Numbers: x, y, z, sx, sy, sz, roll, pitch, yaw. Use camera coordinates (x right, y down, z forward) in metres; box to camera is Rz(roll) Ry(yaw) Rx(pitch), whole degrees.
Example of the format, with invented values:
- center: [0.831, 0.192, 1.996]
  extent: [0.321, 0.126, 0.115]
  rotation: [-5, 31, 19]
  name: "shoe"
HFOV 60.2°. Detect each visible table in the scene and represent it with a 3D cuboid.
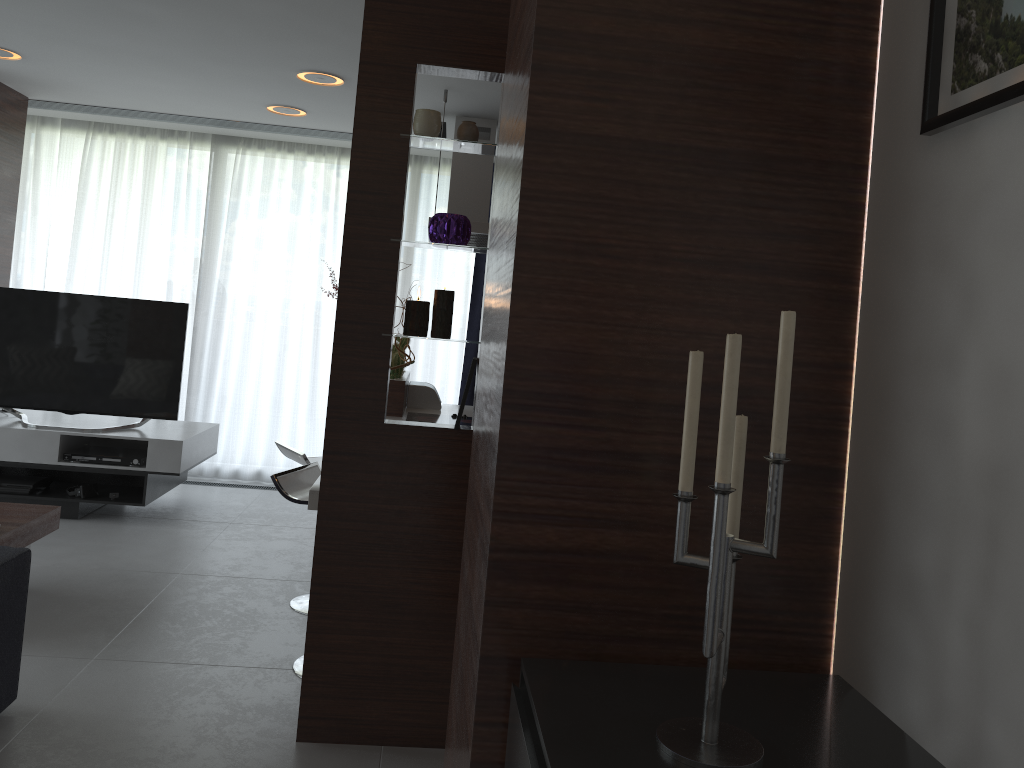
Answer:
- center: [-2.388, 0.703, 3.503]
  extent: [0.799, 0.353, 0.807]
  rotation: [5, 3, -5]
  name: "table"

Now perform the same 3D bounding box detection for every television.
- center: [-2.579, -0.141, 5.239]
  extent: [1.229, 0.788, 0.297]
  rotation: [5, -1, -5]
  name: "television"

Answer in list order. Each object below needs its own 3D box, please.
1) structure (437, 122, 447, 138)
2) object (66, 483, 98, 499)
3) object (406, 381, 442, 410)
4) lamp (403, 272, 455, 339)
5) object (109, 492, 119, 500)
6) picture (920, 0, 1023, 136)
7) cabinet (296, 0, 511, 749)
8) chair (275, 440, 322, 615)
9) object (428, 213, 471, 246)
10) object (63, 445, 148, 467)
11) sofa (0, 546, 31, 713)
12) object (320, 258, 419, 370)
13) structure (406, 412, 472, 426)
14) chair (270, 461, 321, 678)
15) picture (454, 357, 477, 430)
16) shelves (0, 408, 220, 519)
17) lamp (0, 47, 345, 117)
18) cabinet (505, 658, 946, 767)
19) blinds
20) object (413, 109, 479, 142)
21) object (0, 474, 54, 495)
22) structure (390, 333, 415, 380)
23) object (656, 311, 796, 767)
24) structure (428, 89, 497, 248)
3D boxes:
- center: [-0.458, -1.550, 5.341]
  extent: [0.085, 0.142, 0.114]
  rotation: [5, 0, 35]
  name: "structure"
- center: [-2.495, 0.607, 5.106]
  extent: [0.184, 0.079, 0.116]
  rotation: [6, 2, 25]
  name: "object"
- center: [-0.559, 0.073, 5.690]
  extent: [0.221, 0.145, 0.344]
  rotation: [5, 3, -5]
  name: "object"
- center: [-0.259, -0.252, 2.788]
  extent: [0.153, 0.211, 0.077]
  rotation: [5, -1, 7]
  name: "lamp"
- center: [-2.280, 0.644, 5.065]
  extent: [0.044, 0.043, 0.043]
  rotation: [5, 1, -5]
  name: "object"
- center: [0.481, -0.432, 0.847]
  extent: [0.015, 0.335, 0.263]
  rotation: [5, 0, -5]
  name: "picture"
- center: [-0.329, -0.271, 4.370]
  extent: [0.785, 2.553, 3.339]
  rotation: [5, 2, -5]
  name: "cabinet"
- center: [-0.818, 0.634, 3.968]
  extent: [0.462, 0.710, 0.397]
  rotation: [5, 0, -33]
  name: "chair"
- center: [-0.196, -0.483, 2.782]
  extent: [0.135, 0.098, 0.132]
  rotation: [6, 2, 35]
  name: "object"
- center: [-2.345, 0.424, 5.187]
  extent: [0.430, 0.053, 0.336]
  rotation: [5, 3, -5]
  name: "object"
- center: [-2.924, 0.586, 2.564]
  extent: [2.870, 0.608, 1.902]
  rotation: [5, 3, -5]
  name: "sofa"
- center: [-0.500, -0.054, 2.993]
  extent: [0.386, 0.736, 0.198]
  rotation: [5, -1, -24]
  name: "object"
- center: [-0.331, 0.225, 4.863]
  extent: [0.504, 0.057, 0.765]
  rotation: [5, 3, -5]
  name: "structure"
- center: [-0.630, 0.691, 3.298]
  extent: [0.464, 0.710, 0.395]
  rotation: [5, 0, 12]
  name: "chair"
- center: [-0.145, 0.027, 2.792]
  extent: [0.051, 0.222, 0.175]
  rotation: [5, 0, -2]
  name: "picture"
- center: [-3.110, 0.450, 5.385]
  extent: [2.347, 0.500, 0.874]
  rotation: [5, 2, -5]
  name: "shelves"
- center: [0.954, -1.361, 3.668]
  extent: [9.561, 0.084, 5.363]
  rotation: [4, 4, -19]
  name: "lamp"
- center: [0.224, 0.666, 0.482]
  extent: [0.398, 0.584, 1.133]
  rotation: [5, 2, -5]
  name: "cabinet"
- center: [-2.107, -0.468, 3.222]
  extent: [5.796, 2.774, 7.145]
  rotation: [5, 3, -2]
  name: "blinds"
- center: [-0.205, -0.803, 2.779]
  extent: [0.217, 0.086, 0.088]
  rotation: [4, 1, -22]
  name: "object"
- center: [-2.888, 0.575, 5.124]
  extent: [0.314, 0.067, 0.314]
  rotation: [5, 3, -5]
  name: "object"
- center: [-0.726, -0.181, 5.466]
  extent: [0.222, 0.286, 1.002]
  rotation: [5, 3, -3]
  name: "structure"
- center: [0.207, 0.135, 0.853]
  extent: [0.101, 0.427, 0.101]
  rotation: [6, -1, -22]
  name: "object"
- center: [-0.242, -1.222, 5.246]
  extent: [0.446, 0.760, 1.045]
  rotation: [5, 2, -5]
  name: "structure"
